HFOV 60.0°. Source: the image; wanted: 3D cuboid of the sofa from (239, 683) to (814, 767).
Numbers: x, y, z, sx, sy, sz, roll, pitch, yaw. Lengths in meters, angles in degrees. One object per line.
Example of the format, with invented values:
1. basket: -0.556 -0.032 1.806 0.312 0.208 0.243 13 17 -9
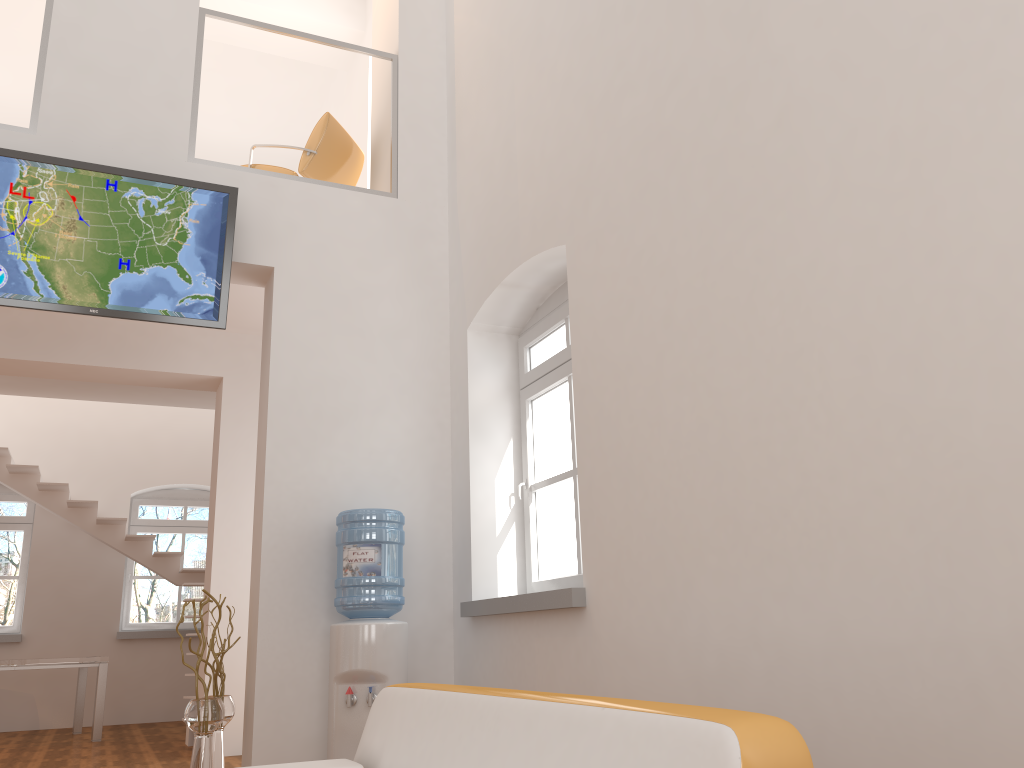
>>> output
1. sofa: -0.279 1.101 2.118 0.825 0.661 2.010 6 -18 -25

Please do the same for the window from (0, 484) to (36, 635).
1. window: -6.174 1.968 10.042 1.308 1.737 0.142 5 -17 -24

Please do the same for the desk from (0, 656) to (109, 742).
1. desk: -5.017 2.914 8.071 2.239 0.750 1.092 9 -19 -33

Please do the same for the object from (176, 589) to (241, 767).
1. object: -1.641 1.693 4.850 0.284 1.112 0.655 -1 -16 -4

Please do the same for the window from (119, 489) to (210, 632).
1. window: -4.083 2.164 10.964 1.308 1.737 0.142 5 -17 -24

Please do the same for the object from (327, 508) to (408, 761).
1. object: -0.762 1.432 4.724 0.436 1.490 0.436 11 -20 -38

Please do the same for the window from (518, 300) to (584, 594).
1. window: 0.333 0.310 4.772 0.142 1.627 1.302 5 -17 -24

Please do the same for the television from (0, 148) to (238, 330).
1. television: -2.244 -0.778 4.820 1.388 0.803 0.266 5 -17 -24

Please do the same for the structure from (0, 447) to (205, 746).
1. structure: -4.391 1.845 8.541 4.630 3.042 3.450 5 -17 -24
